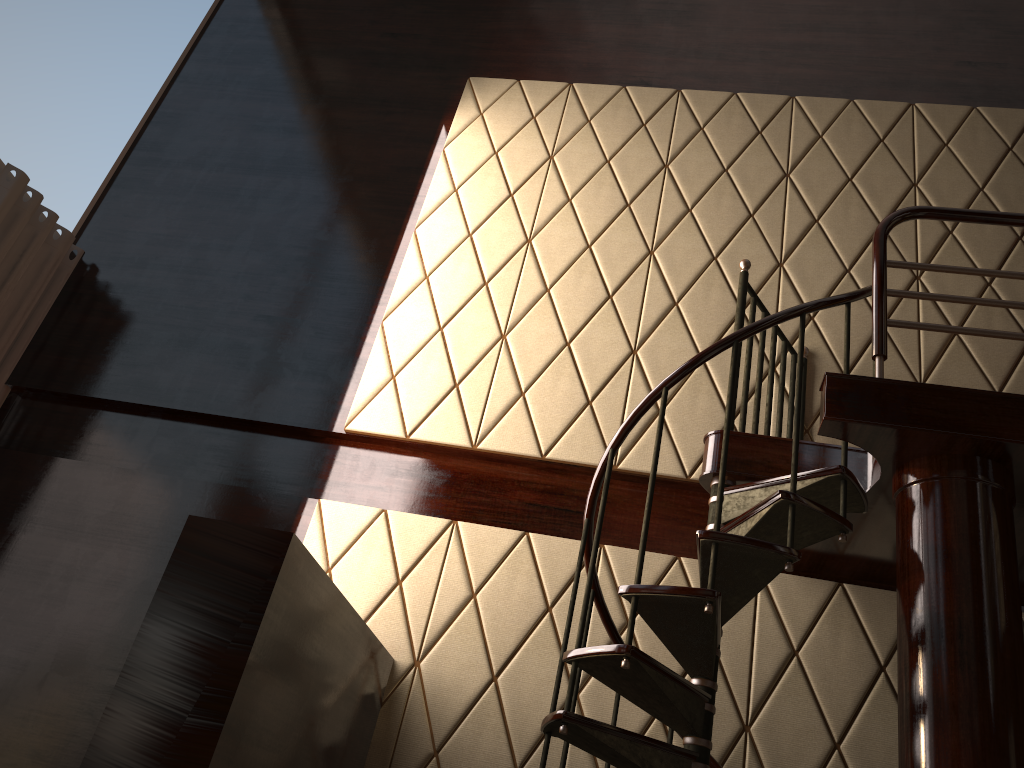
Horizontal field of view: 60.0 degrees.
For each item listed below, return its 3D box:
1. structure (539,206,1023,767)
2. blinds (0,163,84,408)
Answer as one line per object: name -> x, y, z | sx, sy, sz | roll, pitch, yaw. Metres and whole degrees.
structure -> 1.724, -0.258, 0.395 | 3.750, 3.189, 6.107 | 7, -31, 11
blinds -> -2.865, -0.457, 2.075 | 0.108, 3.403, 4.683 | 7, -31, 11
